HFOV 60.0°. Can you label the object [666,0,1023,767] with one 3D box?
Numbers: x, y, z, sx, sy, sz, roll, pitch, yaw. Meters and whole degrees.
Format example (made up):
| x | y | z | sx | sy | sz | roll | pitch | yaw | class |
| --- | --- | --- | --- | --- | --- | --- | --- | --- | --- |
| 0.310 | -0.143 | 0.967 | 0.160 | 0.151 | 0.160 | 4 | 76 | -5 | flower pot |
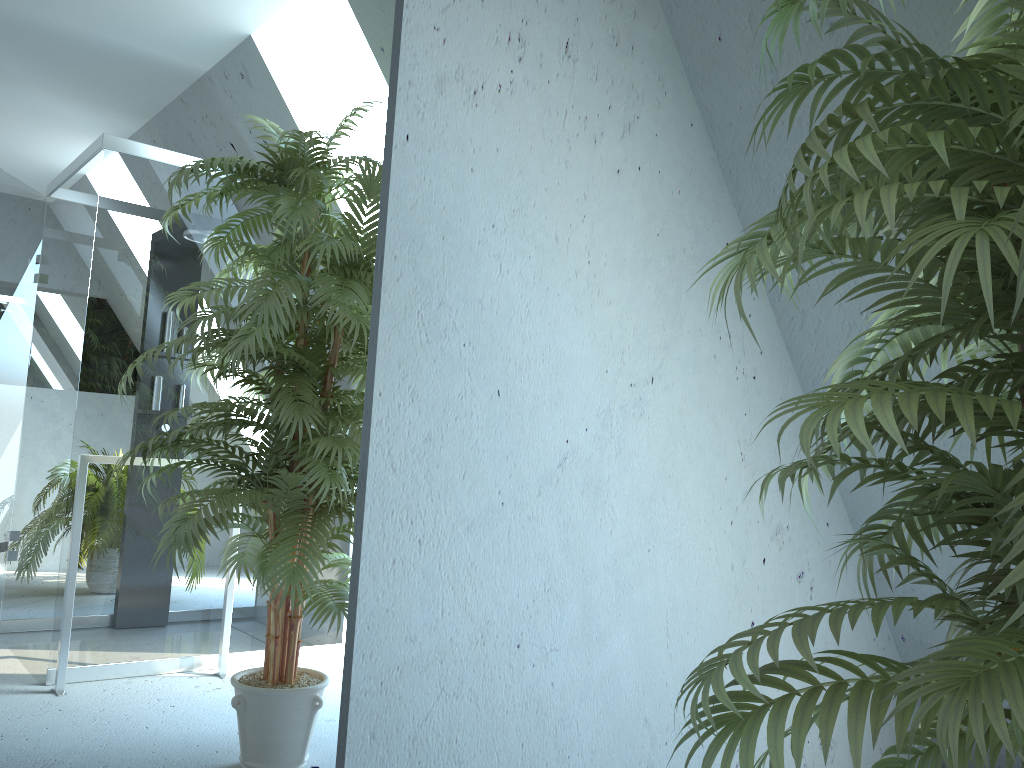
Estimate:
| x | y | z | sx | sy | sz | roll | pitch | yaw | class |
| --- | --- | --- | --- | --- | --- | --- | --- | --- | --- |
| 0.696 | 0.060 | 1.047 | 0.980 | 2.034 | 1.020 | 3 | -5 | 10 | object |
